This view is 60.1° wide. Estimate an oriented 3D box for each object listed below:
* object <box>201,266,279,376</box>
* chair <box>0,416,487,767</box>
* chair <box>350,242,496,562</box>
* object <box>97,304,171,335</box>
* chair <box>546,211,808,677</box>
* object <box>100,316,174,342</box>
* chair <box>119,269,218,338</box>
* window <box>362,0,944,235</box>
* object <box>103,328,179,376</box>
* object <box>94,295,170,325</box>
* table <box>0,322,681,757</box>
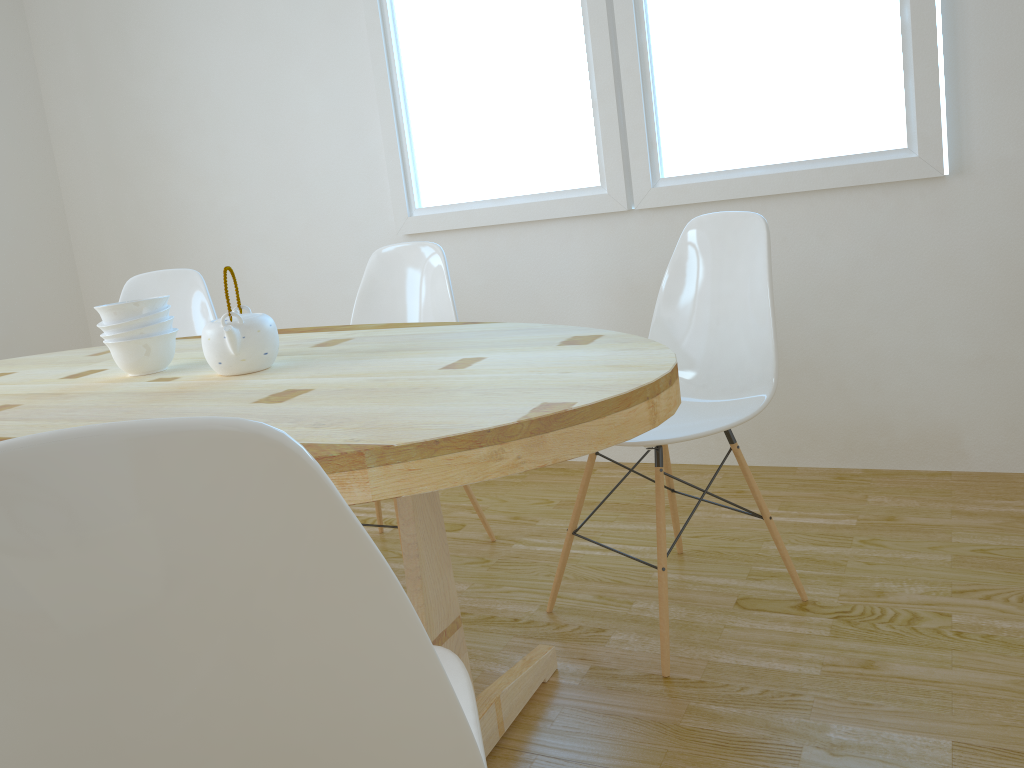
[{"bbox_3d":[-0.552,-0.126,1.742,0.147,0.209,0.179,-2,11,26],"label":"object"},{"bbox_3d":[-0.231,0.411,0.881,0.430,0.893,0.528,-8,10,-3],"label":"chair"},{"bbox_3d":[-0.371,0.077,2.488,0.429,0.893,0.529,-2,11,27],"label":"chair"},{"bbox_3d":[-0.801,-0.110,1.895,0.152,0.095,0.152,3,16,43],"label":"object"},{"bbox_3d":[0.356,0.081,2.046,0.526,0.893,0.431,-13,11,-32],"label":"chair"},{"bbox_3d":[-0.797,-0.088,1.900,0.152,0.092,0.153,-12,12,-23],"label":"object"},{"bbox_3d":[-1.096,0.119,2.721,0.430,0.893,0.528,-7,10,2],"label":"chair"},{"bbox_3d":[-0.188,-0.819,1.826,1.878,2.033,2.579,-2,12,27],"label":"window"},{"bbox_3d":[-0.791,-0.066,1.905,0.152,0.082,0.153,-12,12,-23],"label":"object"},{"bbox_3d":[-0.805,-0.138,1.893,0.153,0.086,0.152,-15,14,-34],"label":"object"},{"bbox_3d":[-0.699,0.348,1.844,2.187,0.718,1.208,-2,13,25],"label":"table"}]
